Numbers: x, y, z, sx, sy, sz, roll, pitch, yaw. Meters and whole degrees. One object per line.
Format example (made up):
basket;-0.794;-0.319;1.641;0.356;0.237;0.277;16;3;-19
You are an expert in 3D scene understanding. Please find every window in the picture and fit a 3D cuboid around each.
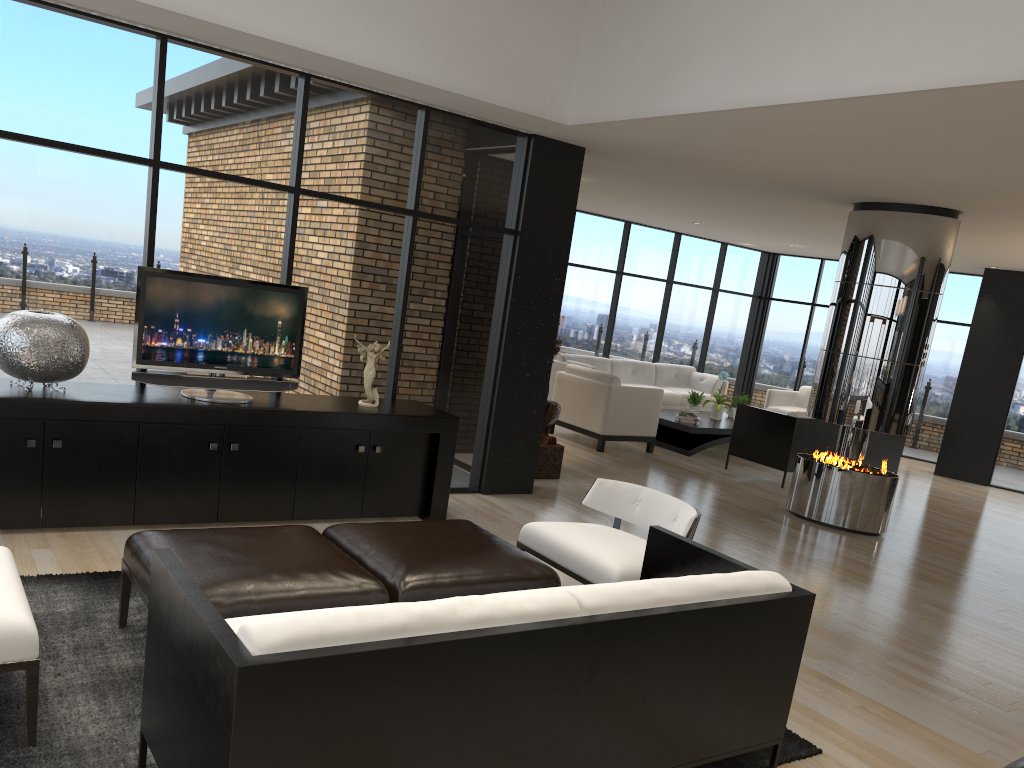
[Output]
window;1.753;-1.212;6.214;9.991;4.863;15.865;15;9;41

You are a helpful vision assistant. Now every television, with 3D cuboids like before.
television;-1.700;-0.270;5.193;0.935;0.723;0.401;6;10;-17

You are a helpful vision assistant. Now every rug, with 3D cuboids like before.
rug;-0.687;1.173;3.691;3.038;0.012;2.441;4;8;-34

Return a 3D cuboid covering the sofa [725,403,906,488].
sofa;3.472;0.678;10.022;2.035;0.816;0.824;4;10;-35

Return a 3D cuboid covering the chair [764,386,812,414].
chair;4.171;0.488;12.410;0.856;0.870;0.984;2;11;-35

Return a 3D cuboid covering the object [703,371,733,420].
object;2.675;0.146;11.269;0.356;0.641;0.363;5;11;-16

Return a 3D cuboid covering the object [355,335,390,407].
object;-0.910;-0.080;5.729;0.257;0.467;0.103;1;13;-34

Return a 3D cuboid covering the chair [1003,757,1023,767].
chair;1.056;1.186;1.533;0.476;0.980;0.510;1;13;-35

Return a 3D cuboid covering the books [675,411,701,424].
books;2.121;0.396;10.621;0.307;0.128;0.220;9;8;3

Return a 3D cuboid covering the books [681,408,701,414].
books;2.148;0.324;10.601;0.154;0.027;0.182;2;9;-44

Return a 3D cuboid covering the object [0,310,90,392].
object;-2.502;-0.177;4.690;0.458;0.414;0.462;15;11;36

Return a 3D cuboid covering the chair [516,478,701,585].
chair;0.534;0.910;4.624;0.685;0.686;0.792;2;11;-35

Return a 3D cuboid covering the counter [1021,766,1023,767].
counter;1.184;0.683;0.904;3.119;0.032;1.160;4;8;-35

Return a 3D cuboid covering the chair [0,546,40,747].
chair;-1.957;0.737;2.842;0.685;0.686;0.792;2;11;-35

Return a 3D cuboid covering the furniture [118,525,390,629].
furniture;-1.054;0.888;3.569;0.829;0.491;0.814;3;9;-35

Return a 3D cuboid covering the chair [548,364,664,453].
chair;1.093;0.269;10.261;0.856;0.870;0.984;2;11;-35

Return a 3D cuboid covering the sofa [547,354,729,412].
sofa;1.794;0.129;12.442;2.699;0.869;0.840;4;10;-35

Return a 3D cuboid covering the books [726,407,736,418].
books;3.033;0.383;11.949;0.222;0.128;0.305;12;8;22

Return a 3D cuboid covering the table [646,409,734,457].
table;2.540;0.625;11.329;2.035;0.357;1.244;4;8;-35

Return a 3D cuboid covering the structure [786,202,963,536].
structure;3.083;-0.112;7.638;0.879;2.788;0.585;18;15;41

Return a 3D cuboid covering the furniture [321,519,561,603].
furniture;-0.356;0.938;4.057;0.829;0.491;0.814;3;9;-35

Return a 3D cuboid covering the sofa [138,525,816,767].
sofa;-0.049;0.947;2.910;2.035;0.816;0.824;4;10;-35

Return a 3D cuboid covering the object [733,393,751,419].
object;2.989;0.298;11.551;0.281;0.376;0.214;15;12;32

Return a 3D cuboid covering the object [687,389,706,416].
object;2.289;0.247;11.077;0.283;0.376;0.212;11;11;18

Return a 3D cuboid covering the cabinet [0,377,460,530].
cabinet;-1.815;0.446;5.320;3.044;0.753;0.610;4;10;-35

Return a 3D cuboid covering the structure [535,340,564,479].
structure;0.138;0.002;7.992;0.517;1.620;0.718;1;13;-35
